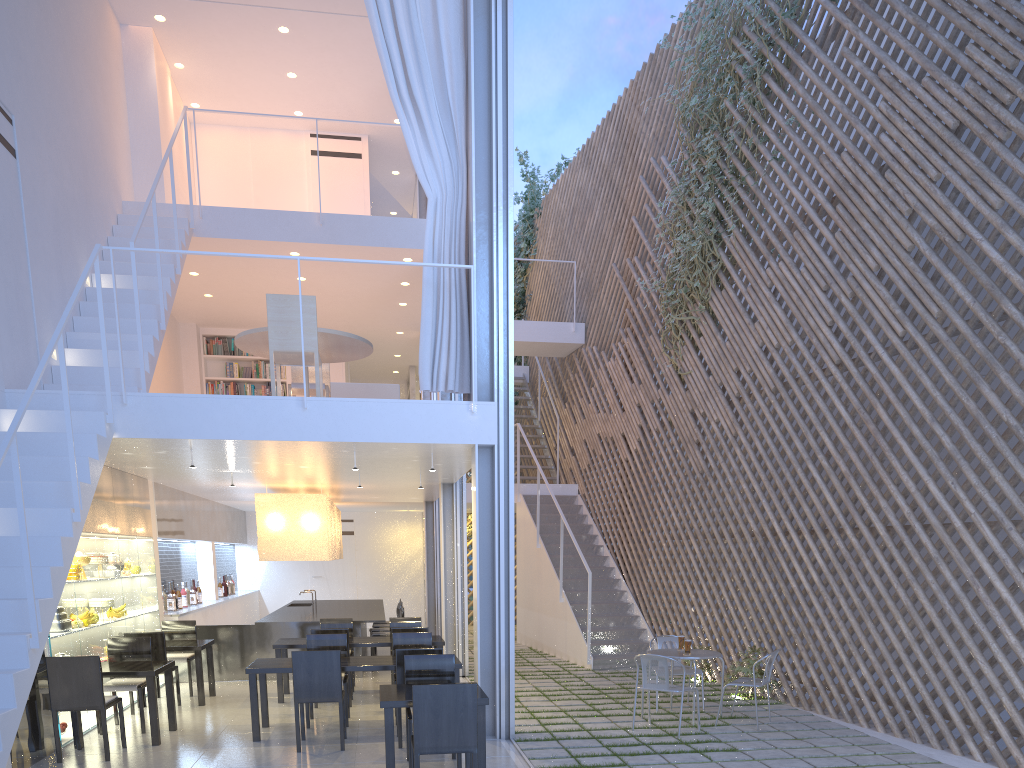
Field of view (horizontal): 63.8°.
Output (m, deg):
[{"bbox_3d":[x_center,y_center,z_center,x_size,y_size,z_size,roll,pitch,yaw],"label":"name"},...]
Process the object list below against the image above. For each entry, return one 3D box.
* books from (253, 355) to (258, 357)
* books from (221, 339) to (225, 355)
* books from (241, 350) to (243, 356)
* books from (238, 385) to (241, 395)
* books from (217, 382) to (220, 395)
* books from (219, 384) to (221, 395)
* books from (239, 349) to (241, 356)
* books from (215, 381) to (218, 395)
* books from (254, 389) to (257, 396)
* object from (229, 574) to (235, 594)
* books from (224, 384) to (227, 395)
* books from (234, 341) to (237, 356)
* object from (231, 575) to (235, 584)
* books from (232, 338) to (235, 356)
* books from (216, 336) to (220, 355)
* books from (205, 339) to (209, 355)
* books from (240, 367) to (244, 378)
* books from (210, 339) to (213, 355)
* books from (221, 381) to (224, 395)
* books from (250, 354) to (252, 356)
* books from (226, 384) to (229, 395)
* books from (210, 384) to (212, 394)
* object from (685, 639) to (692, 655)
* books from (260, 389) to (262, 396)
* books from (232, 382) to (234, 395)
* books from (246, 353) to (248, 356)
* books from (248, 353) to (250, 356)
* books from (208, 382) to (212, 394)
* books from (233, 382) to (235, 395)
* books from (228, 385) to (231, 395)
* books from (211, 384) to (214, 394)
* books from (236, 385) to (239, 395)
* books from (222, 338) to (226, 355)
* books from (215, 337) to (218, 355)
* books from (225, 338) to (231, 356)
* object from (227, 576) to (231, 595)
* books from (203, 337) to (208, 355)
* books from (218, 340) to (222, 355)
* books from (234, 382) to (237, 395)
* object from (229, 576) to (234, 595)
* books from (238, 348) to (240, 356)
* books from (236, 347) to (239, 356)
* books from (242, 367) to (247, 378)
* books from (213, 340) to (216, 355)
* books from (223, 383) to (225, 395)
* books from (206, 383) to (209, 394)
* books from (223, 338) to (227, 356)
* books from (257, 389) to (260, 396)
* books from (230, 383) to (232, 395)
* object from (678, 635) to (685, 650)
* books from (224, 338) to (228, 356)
[{"bbox_3d":[-2.057,-0.218,6.696,0.094,0.021,0.063,2,-9,-9],"label":"books"},{"bbox_3d":[-2.330,-0.283,6.631,0.007,0.131,0.094,-2,3,-10],"label":"books"},{"bbox_3d":[-2.181,-0.274,6.660,0.018,0.124,0.083,-2,4,-10],"label":"books"},{"bbox_3d":[-2.226,0.078,6.722,0.006,0.132,0.070,-2,5,-10],"label":"books"},{"bbox_3d":[-2.380,0.066,6.692,0.015,0.145,0.076,-2,6,-10],"label":"books"},{"bbox_3d":[-2.365,0.073,6.691,0.015,0.129,0.087,-2,4,-10],"label":"books"},{"bbox_3d":[-2.195,-0.284,6.654,0.010,0.144,0.087,-2,4,-10],"label":"books"},{"bbox_3d":[-2.393,0.059,6.688,0.011,0.157,0.080,-2,6,-10],"label":"books"},{"bbox_3d":[-2.097,0.097,6.749,0.021,0.101,0.061,-2,4,-10],"label":"books"},{"bbox_3d":[-2.642,1.881,7.737,0.047,0.208,0.044,6,11,32],"label":"object"},{"bbox_3d":[-2.324,0.072,6.694,0.007,0.131,0.094,-2,3,-10],"label":"books"},{"bbox_3d":[-2.230,-0.278,6.650,0.015,0.129,0.087,-2,4,-10],"label":"books"},{"bbox_3d":[-2.651,1.902,7.800,0.044,0.190,0.041,0,9,3],"label":"object"},{"bbox_3d":[-2.251,-0.286,6.650,0.027,0.146,0.076,-2,6,-10],"label":"books"},{"bbox_3d":[-2.363,-0.295,6.630,0.011,0.157,0.080,-2,6,-10],"label":"books"},{"bbox_3d":[-2.448,-0.284,6.613,0.006,0.126,0.093,-2,3,-10],"label":"books"},{"bbox_3d":[-2.198,-0.084,6.706,0.040,0.103,0.061,-1,5,-9],"label":"books"},{"bbox_3d":[-2.414,-0.284,6.630,0.021,0.134,0.068,-2,6,-10],"label":"books"},{"bbox_3d":[-2.350,0.060,6.692,0.015,0.156,0.085,-2,5,-10],"label":"books"},{"bbox_3d":[-2.113,-0.272,6.668,0.006,0.123,0.088,-2,3,-10],"label":"books"},{"bbox_3d":[-2.312,0.074,6.709,0.021,0.134,0.068,-2,6,-10],"label":"books"},{"bbox_3d":[-2.434,0.073,6.680,0.006,0.123,0.088,-2,3,-10],"label":"books"},{"bbox_3d":[0.825,1.233,3.859,0.031,0.079,0.030,5,9,36],"label":"object"},{"bbox_3d":[-2.055,0.098,6.756,0.021,0.101,0.061,-2,4,-10],"label":"books"},{"bbox_3d":[-2.267,0.066,6.704,0.009,0.149,0.087,-2,5,-10],"label":"books"},{"bbox_3d":[-2.139,-0.275,6.663,0.015,0.126,0.090,-2,3,-10],"label":"books"},{"bbox_3d":[-2.123,-0.277,6.664,0.015,0.131,0.093,-2,3,-10],"label":"books"},{"bbox_3d":[-2.445,0.063,6.677,0.015,0.145,0.086,-2,5,-10],"label":"books"},{"bbox_3d":[-2.259,0.067,6.709,0.008,0.148,0.081,-2,5,-10],"label":"books"},{"bbox_3d":[-2.291,0.078,6.705,0.018,0.124,0.083,-2,4,-10],"label":"books"},{"bbox_3d":[-2.420,0.073,6.681,0.021,0.126,0.090,-2,3,-10],"label":"books"},{"bbox_3d":[-2.235,0.078,6.710,0.015,0.126,0.090,-2,3,-10],"label":"books"},{"bbox_3d":[-2.316,-0.289,6.637,0.024,0.148,0.081,-2,5,-10],"label":"books"},{"bbox_3d":[-2.375,-0.291,6.627,0.011,0.148,0.084,-2,5,-10],"label":"books"},{"bbox_3d":[-2.289,-0.288,6.642,0.024,0.148,0.081,-2,5,-10],"label":"books"},{"bbox_3d":[-2.630,1.866,7.623,0.045,0.191,0.044,7,11,37],"label":"object"},{"bbox_3d":[-2.459,-0.293,6.613,0.015,0.145,0.086,-2,5,-10],"label":"books"},{"bbox_3d":[-2.345,-0.280,6.631,0.021,0.126,0.090,-2,3,-10],"label":"books"},{"bbox_3d":[-2.249,0.067,6.709,0.011,0.148,0.084,-2,5,-10],"label":"books"},{"bbox_3d":[-2.624,1.878,7.679,0.046,0.191,0.043,-2,9,-9],"label":"object"},{"bbox_3d":[-2.205,-0.273,6.659,0.006,0.123,0.079,-2,4,-10],"label":"books"},{"bbox_3d":[-2.215,-0.291,6.651,0.015,0.156,0.085,-2,5,-10],"label":"books"},{"bbox_3d":[-2.176,-0.083,6.708,0.040,0.103,0.061,-1,5,-9],"label":"books"},{"bbox_3d":[-2.393,-0.283,6.633,0.021,0.134,0.068,-2,6,-10],"label":"books"},{"bbox_3d":[-2.332,0.069,6.693,0.008,0.137,0.093,-2,3,-10],"label":"books"},{"bbox_3d":[-2.459,0.068,6.673,0.015,0.131,0.093,-2,3,-10],"label":"books"},{"bbox_3d":[-2.307,-0.289,6.639,0.024,0.148,0.081,-2,5,-10],"label":"books"},{"bbox_3d":[-2.076,0.098,6.752,0.021,0.101,0.061,-2,4,-10],"label":"books"},{"bbox_3d":[-2.277,0.068,6.704,0.010,0.144,0.087,-2,4,-10],"label":"books"},{"bbox_3d":[0.834,1.273,4.051,0.031,0.079,0.030,5,9,36],"label":"object"},{"bbox_3d":[-2.298,-0.289,6.640,0.024,0.148,0.081,-2,5,-10],"label":"books"}]
